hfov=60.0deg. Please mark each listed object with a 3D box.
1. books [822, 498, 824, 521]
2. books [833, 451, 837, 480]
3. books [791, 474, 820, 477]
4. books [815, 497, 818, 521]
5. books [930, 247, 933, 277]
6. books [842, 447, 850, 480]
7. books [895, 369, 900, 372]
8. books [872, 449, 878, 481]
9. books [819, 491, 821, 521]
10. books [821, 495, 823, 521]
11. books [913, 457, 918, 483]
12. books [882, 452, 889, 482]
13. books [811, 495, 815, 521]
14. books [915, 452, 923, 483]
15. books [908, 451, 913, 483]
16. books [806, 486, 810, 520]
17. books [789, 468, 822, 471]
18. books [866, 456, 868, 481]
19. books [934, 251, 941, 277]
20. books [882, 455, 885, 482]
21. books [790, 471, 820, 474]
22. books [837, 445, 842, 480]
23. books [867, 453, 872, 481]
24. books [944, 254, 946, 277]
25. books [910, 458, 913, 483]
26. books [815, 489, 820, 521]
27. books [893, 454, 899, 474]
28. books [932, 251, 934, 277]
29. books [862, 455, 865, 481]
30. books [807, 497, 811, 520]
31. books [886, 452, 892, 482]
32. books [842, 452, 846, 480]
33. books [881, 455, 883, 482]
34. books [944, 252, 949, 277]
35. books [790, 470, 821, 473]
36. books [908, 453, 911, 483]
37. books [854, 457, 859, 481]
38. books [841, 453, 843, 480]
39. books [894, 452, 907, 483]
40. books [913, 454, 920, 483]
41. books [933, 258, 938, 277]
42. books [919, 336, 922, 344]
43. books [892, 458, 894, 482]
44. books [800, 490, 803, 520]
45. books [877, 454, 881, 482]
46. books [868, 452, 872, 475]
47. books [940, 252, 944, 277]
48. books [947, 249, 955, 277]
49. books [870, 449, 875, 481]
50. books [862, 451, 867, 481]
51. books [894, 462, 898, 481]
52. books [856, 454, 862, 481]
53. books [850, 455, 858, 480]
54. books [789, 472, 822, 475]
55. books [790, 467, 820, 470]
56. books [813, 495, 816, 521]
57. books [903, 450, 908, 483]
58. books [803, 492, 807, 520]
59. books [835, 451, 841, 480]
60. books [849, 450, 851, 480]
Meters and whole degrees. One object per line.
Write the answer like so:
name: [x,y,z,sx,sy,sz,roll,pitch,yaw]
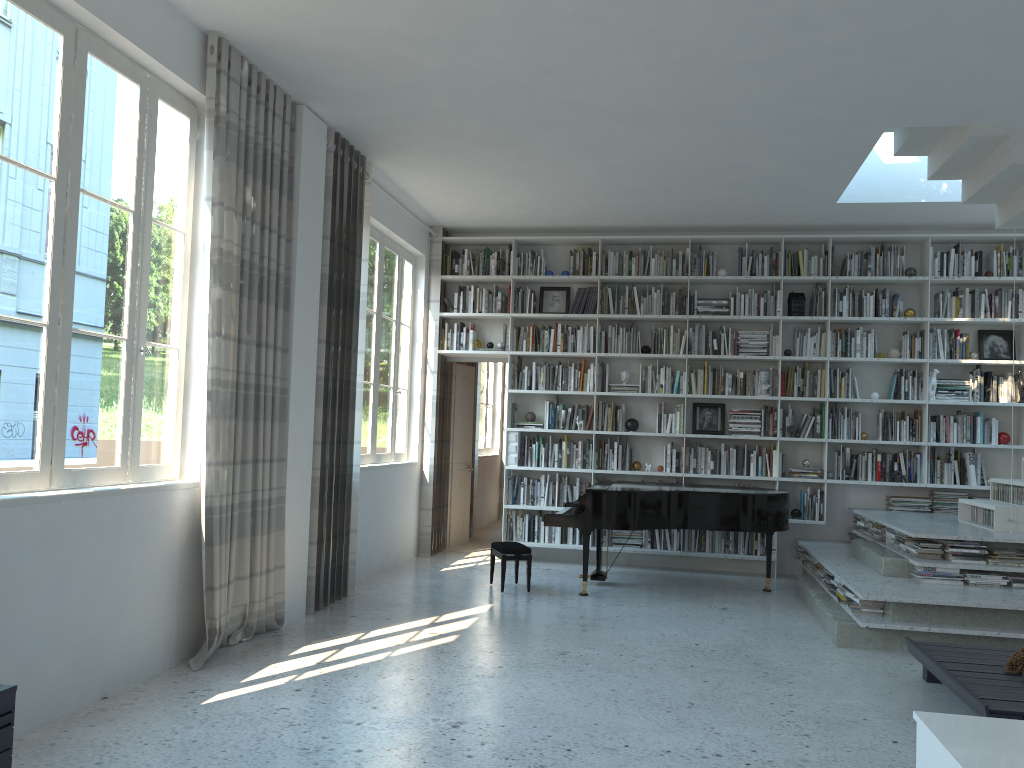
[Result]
books: [2.816,1.135,8.062,0.012,0.206,0.161,2,-3,11]
books: [2.963,0.747,8.136,0.012,0.254,0.161,2,-3,11]
books: [2.686,0.834,8.129,0.254,0.012,0.161,1,-3,17]
books: [2.751,1.129,8.046,0.011,0.212,0.178,2,-3,11]
books: [3.790,-1.086,8.069,0.028,0.294,0.150,2,-3,11]
books: [3.050,0.728,8.101,0.030,0.294,0.188,2,-3,11]
books: [3.514,0.011,8.082,0.016,0.290,0.135,2,-3,11]
books: [3.295,0.735,8.061,0.012,0.293,0.175,2,-3,11]
books: [2.791,1.103,8.069,0.015,0.270,0.157,2,-3,11]
books: [2.802,1.121,8.052,0.013,0.233,0.149,2,-3,11]
books: [3.620,0.776,7.997,0.025,0.228,0.176,2,-3,11]
books: [3.390,0.753,8.049,0.026,0.262,0.173,2,-3,11]
books: [2.722,1.122,8.053,0.026,0.224,0.175,2,-3,11]
books: [3.671,0.755,7.995,0.025,0.272,0.171,2,-3,11]
books: [3.608,0.750,8.032,0.012,0.282,0.143,2,-3,11]
books: [2.687,1.085,8.088,0.032,0.300,0.149,2,-3,11]
books: [2.688,0.785,8.131,0.285,0.012,0.159,1,-3,15]
books: [3.225,0.770,8.092,0.012,0.221,0.153,2,-3,11]
books: [3.849,-1.063,8.049,0.025,0.250,0.178,2,-3,11]
books: [3.370,0.764,8.069,0.021,0.242,0.131,2,-3,11]
books: [2.687,0.810,8.132,0.254,0.012,0.161,1,-3,16]
books: [2.994,0.716,8.113,0.010,0.316,0.187,2,-3,11]
books: [3.241,0.754,8.073,0.025,0.252,0.181,2,-3,11]
books: [3.900,-1.052,8.042,0.024,0.231,0.168,2,-3,11]
books: [3.590,0.779,8.008,0.013,0.220,0.168,2,-3,11]
books: [2.770,1.094,8.052,0.021,0.285,0.172,2,-3,11]
books: [3.480,0.762,8.037,0.012,0.249,0.164,2,-3,11]
books: [3.812,-1.070,8.074,0.014,0.264,0.140,2,-3,11]
books: [3.193,0.766,8.095,0.024,0.228,0.160,2,-3,11]
books: [2.707,1.134,8.080,0.013,0.202,0.139,2,-3,11]
books: [3.416,0.754,8.051,0.026,0.263,0.169,2,-3,11]
books: [3.024,0.746,8.106,0.023,0.256,0.178,2,-3,11]
books: [3.346,0.765,8.067,0.025,0.237,0.156,2,-3,11]
books: [3.929,-1.059,8.055,0.027,0.249,0.140,2,-3,11]
books: [2.685,0.797,8.122,0.254,0.012,0.161,1,-3,11]
books: [3.576,0.757,8.024,0.021,0.264,0.150,2,-3,11]
books: [3.146,0.770,8.098,0.011,0.217,0.175,2,-3,11]
books: [3.009,0.755,8.134,0.015,0.240,0.152,2,-3,11]
books: [3.517,0.754,8.024,0.070,0.266,0.186,2,-3,11]
books: [3.646,0.762,7.999,0.026,0.258,0.157,2,-3,11]
books: [3.823,-1.030,8.041,0.022,0.182,0.190,2,-3,11]
books: [3.693,-0.318,8.056,0.013,0.220,0.155,2,-3,11]
books: [3.439,0.781,8.048,0.022,0.211,0.135,2,-3,11]
books: [2.640,1.101,8.085,0.005,0.264,0.162,2,-3,11]
books: [3.316,0.760,8.058,0.031,0.244,0.184,2,-3,11]
books: [3.267,0.753,8.101,0.016,0.260,0.098,2,-3,11]
books: [3.874,-1.058,8.039,0.026,0.241,0.184,2,-3,11]
books: [3.963,-1.074,8.032,0.048,0.278,0.150,2,-3,11]
books: [3.287,0.740,8.084,0.012,0.285,0.159,2,-3,11]
books: [3.212,0.746,8.090,0.014,0.267,0.171,2,-3,11]
books: [3.460,0.796,8.036,0.025,0.181,0.169,2,-3,11]
books: [3.168,0.762,8.104,0.029,0.234,0.142,2,-3,11]
books: [3.109,0.762,8.104,0.065,0.231,0.162,2,-3,11]
books: [2.686,0.822,8.127,0.285,0.012,0.159,1,-3,14]
books: [2.686,0.773,8.125,0.254,0.012,0.161,1,-3,20]
books: [2.744,1.123,8.065,0.012,0.225,0.149,2,-3,11]
books: [3.560,0.742,8.027,0.013,0.293,0.134,2,-3,11]
books: [2.659,1.111,8.072,0.014,0.245,0.176,2,-3,11]
books: [2.977,0.742,8.114,0.023,0.262,0.186,2,-3,11]
books: [3.071,0.738,8.106,0.010,0.277,0.174,2,-3,11]
